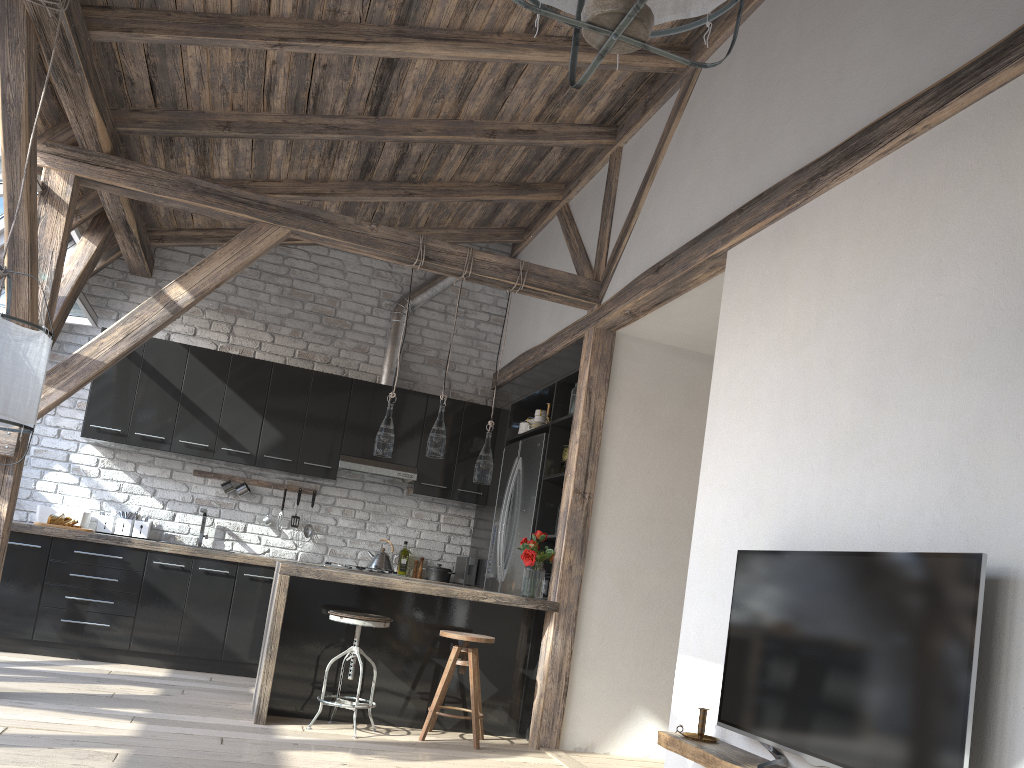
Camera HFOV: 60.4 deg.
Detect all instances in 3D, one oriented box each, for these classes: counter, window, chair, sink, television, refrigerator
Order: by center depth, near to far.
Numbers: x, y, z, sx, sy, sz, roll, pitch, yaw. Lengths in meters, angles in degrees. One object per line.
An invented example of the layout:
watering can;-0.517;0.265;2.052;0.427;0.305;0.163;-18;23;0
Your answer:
television;0.948;0.852;2.636;0.208;0.693;1.117;10;-11;-15
window;-2.953;-0.906;3.838;1.415;1.257;0.864;11;-8;-16
window;-3.180;-0.737;4.729;1.103;1.257;0.864;11;-8;-16
chair;-0.876;1.572;4.810;0.352;0.626;0.360;6;-8;17
chair;-0.294;1.712;4.974;0.340;0.586;0.347;8;-8;4
window;-3.512;-0.590;5.588;1.530;1.257;0.864;11;-8;-16
counter;-1.908;1.499;5.616;3.836;0.838;2.270;12;-12;-16
refrigerator;0.275;1.408;6.308;0.857;1.892;0.952;10;-7;-16
sink;-2.276;1.155;6.384;0.529;0.507;0.520;11;-10;-16

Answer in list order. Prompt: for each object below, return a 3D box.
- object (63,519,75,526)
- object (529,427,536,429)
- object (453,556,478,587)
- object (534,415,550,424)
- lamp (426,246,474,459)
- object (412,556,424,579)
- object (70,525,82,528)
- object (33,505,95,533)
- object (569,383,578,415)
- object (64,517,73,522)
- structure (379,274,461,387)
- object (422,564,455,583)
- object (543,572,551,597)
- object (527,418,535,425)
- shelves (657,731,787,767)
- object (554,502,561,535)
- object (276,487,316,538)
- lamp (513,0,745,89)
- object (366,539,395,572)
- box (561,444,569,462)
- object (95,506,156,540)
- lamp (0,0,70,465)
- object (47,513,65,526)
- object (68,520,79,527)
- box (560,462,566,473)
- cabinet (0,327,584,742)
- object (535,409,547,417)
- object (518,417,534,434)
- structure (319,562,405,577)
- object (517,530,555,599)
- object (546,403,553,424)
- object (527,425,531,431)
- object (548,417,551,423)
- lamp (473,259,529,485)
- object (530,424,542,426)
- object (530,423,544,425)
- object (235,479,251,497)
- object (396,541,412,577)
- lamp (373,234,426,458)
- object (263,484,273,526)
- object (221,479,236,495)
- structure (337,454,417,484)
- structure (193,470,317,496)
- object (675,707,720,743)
object;-3.028;0.948;6.014;0.073;0.056;0.083;17;-13;-40
object;0.194;0.334;6.285;0.148;0.022;0.152;6;-13;10
object;-0.374;1.501;7.056;0.088;0.223;0.356;10;-11;-15
object;0.208;0.269;6.288;0.106;0.066;0.096;9;-10;-5
lamp;-0.358;-0.187;5.128;0.108;1.219;0.242;9;-6;-4
object;-0.756;1.478;7.104;0.080;0.180;0.040;9;-6;-4
object;-3.000;0.984;6.061;0.070;0.016;0.078;18;-16;-37
object;-3.119;0.943;6.149;0.385;0.131;0.595;14;-14;-27
object;0.429;0.105;5.532;0.125;0.203;0.126;10;-8;-11
object;-3.068;0.947;6.057;0.079;0.066;0.075;-2;-14;45
structure;-0.520;-0.483;7.243;0.989;1.265;0.171;11;-6;-17
object;-0.588;1.509;7.039;0.249;0.138;0.211;12;-11;-17
object;0.256;1.289;5.648;0.135;0.162;0.135;13;-10;-26
object;0.161;0.294;6.433;0.094;0.066;0.108;6;-11;12
shelves;0.826;1.403;2.555;0.333;0.442;1.624;11;-12;-15
object;0.331;0.825;5.591;0.087;0.297;0.086;11;-7;-24
object;-1.661;0.991;6.809;0.284;0.375;0.070;11;-6;-16
lamp;0.233;-1.037;1.361;0.406;1.067;0.407;5;-7;25
object;-0.989;1.302;6.726;0.224;0.231;0.223;13;-10;-26
box;0.379;0.458;5.753;0.084;0.112;0.083;14;-10;-36
object;-2.826;1.018;6.439;0.407;0.198;0.149;11;-9;-15
lamp;-1.805;-0.653;3.208;0.398;1.866;0.415;6;-7;25
object;-3.095;0.914;5.972;0.091;0.086;0.086;16;-12;-38
object;-3.015;0.957;6.039;0.074;0.054;0.083;17;-14;-39
box;0.365;0.575;5.778;0.083;0.112;0.083;11;-9;-16
cabinet;-1.618;0.749;5.823;4.241;2.469;2.116;12;-9;-16
object;0.212;0.224;6.287;0.095;0.066;0.106;14;-12;-30
object;0.140;0.335;6.660;0.185;0.171;0.212;4;-11;24
structure;-1.151;1.413;6.724;0.609;0.031;0.503;12;-13;-16
object;0.137;1.082;5.305;0.250;0.408;0.318;6;-9;17
object;0.249;0.218;6.063;0.060;0.165;0.059;12;-8;-31
object;0.160;0.340;6.431;0.106;0.066;0.096;1;-13;35
object;0.297;0.189;5.913;0.097;0.169;0.096;15;-10;-42
lamp;-0.068;-0.074;5.205;0.110;1.321;0.227;10;-6;-14
object;0.197;0.311;6.287;0.148;0.026;0.152;2;-14;25
object;0.199;0.300;6.288;0.148;0.026;0.152;2;-14;25
object;-2.051;0.797;6.718;0.117;0.137;0.094;8;-8;1
object;-0.857;1.402;7.056;0.090;0.278;0.082;11;-7;-21
lamp;-0.633;-0.222;5.036;0.109;1.269;0.227;10;-6;-14
object;-1.867;0.932;6.781;0.071;0.321;0.066;10;-6;-16
object;-2.156;0.776;6.694;0.118;0.137;0.094;11;-8;-14
structure;-1.070;0.670;6.906;0.603;0.102;0.373;12;-13;-16
structure;-1.967;0.759;6.770;0.938;0.045;0.082;12;-12;-16
object;0.703;1.258;3.257;0.141;0.111;0.140;15;-12;-33
